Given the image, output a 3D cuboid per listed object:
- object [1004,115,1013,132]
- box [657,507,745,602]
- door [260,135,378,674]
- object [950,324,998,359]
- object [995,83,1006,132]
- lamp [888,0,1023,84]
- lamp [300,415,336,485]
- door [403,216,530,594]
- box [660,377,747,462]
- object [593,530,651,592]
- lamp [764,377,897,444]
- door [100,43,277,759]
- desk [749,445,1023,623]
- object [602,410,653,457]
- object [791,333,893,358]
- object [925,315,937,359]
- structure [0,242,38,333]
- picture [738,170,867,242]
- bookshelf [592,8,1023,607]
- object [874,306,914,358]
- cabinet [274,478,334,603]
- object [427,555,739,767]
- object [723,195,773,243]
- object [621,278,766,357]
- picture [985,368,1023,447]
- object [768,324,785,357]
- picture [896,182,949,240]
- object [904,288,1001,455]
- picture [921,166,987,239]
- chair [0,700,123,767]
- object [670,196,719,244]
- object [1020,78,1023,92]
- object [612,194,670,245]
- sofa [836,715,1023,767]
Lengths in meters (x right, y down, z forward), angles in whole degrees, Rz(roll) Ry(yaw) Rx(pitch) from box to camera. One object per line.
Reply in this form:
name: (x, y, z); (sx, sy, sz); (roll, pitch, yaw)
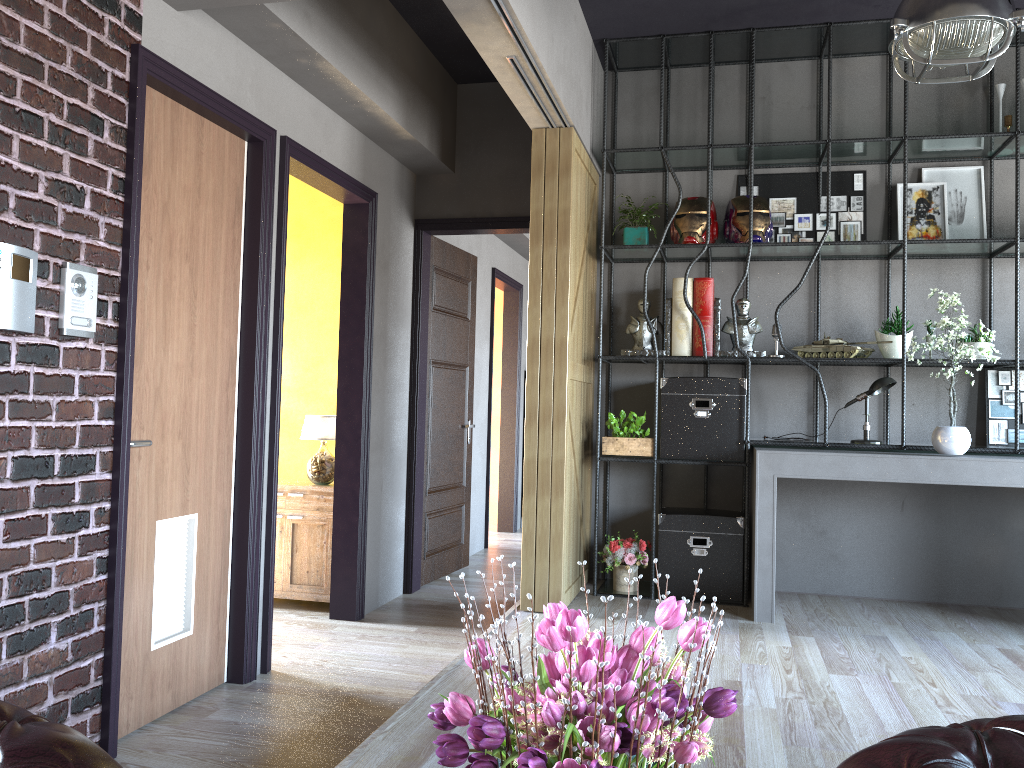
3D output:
object: (2.720, -1.405, 4.860); (0.135, 0.129, 0.135); (2, -2, -13)
box: (1.113, 0.986, 5.221); (0.489, 0.481, 0.373); (1, -2, 14)
door: (-1.509, 0.090, 4.876); (1.098, 2.545, 1.149); (1, -2, 14)
object: (2.545, -0.231, 4.892); (0.235, 0.213, 0.235); (3, -2, -31)
object: (2.811, -1.527, 5.105); (0.128, 0.391, 0.128); (2, -2, -18)
lamp: (1.820, -1.870, 3.746); (0.534, 1.149, 0.515); (2, -2, -9)
lamp: (-1.210, 0.721, 5.622); (0.291, 1.045, 0.441); (2, -2, -13)
door: (-0.030, 0.170, 6.443); (1.150, 2.545, 1.128); (1, -2, 14)
box: (1.133, 0.201, 5.254); (0.489, 0.481, 0.373); (1, -2, 14)
object: (0.650, 1.035, 5.240); (0.345, 0.362, 0.331); (1, -2, 17)
lamp: (1.832, 0.146, 5.114); (0.740, 0.371, 0.204); (0, -3, 38)
door: (-1.356, 0.063, 3.636); (0.219, 2.541, 1.002); (1, -2, 14)
desk: (2.392, 0.821, 4.754); (2.129, 0.886, 0.844); (1, -2, 14)
object: (0.690, 0.284, 5.195); (0.304, 0.265, 0.180); (1, -2, 14)
object: (1.900, -0.221, 5.088); (0.206, 0.170, 0.577); (3, -2, -41)
object: (2.407, -0.260, 5.101); (0.113, 0.273, 0.113); (2, -2, -20)
structure: (-1.497, -0.225, 2.605); (0.068, 0.370, 0.279); (1, -2, 14)
picture: (1.760, -1.043, 5.398); (0.749, 0.503, 0.058); (1, -2, 14)
bookshelf: (2.736, -0.357, 4.904); (4.483, 3.285, 0.526); (1, -2, 14)
object: (2.148, -0.286, 4.971); (0.136, 0.305, 0.193); (4, -3, -43)
cabinet: (-1.686, 0.997, 5.721); (1.432, 0.750, 0.408); (1, -2, 14)
object: (0.089, 0.462, 1.071); (0.349, 0.484, 0.352); (-1, -3, 44)
object: (1.394, -0.954, 5.212); (0.280, 0.327, 0.399); (1, -2, 4)
object: (1.082, -0.383, 5.289); (0.833, 0.466, 0.289); (1, -2, 14)
picture: (3.036, 0.137, 5.000); (0.665, 0.447, 0.051); (1, -2, 14)
object: (1.512, -0.247, 5.067); (0.093, 0.200, 0.093); (1, -2, 9)
picture: (2.391, -0.973, 5.168); (0.268, 0.414, 0.101); (1, -2, 14)
object: (2.241, -0.071, 4.483); (0.398, 0.853, 0.420); (3, -3, -30)
picture: (2.574, -1.019, 5.170); (0.332, 0.515, 0.119); (1, -2, 14)
chair: (-0.970, 0.846, 0.708); (1.244, 0.845, 1.492); (0, -2, 44)
object: (1.084, -0.960, 5.288); (0.280, 0.327, 0.399); (1, -2, 19)
object: (2.904, -1.527, 5.009); (0.128, 0.391, 0.128); (3, -3, -27)
object: (0.754, -0.968, 5.383); (0.324, 0.340, 0.295); (3, -2, -30)
sofa: (1.548, 0.915, 0.700); (2.566, 0.839, 1.239); (1, -2, 13)
